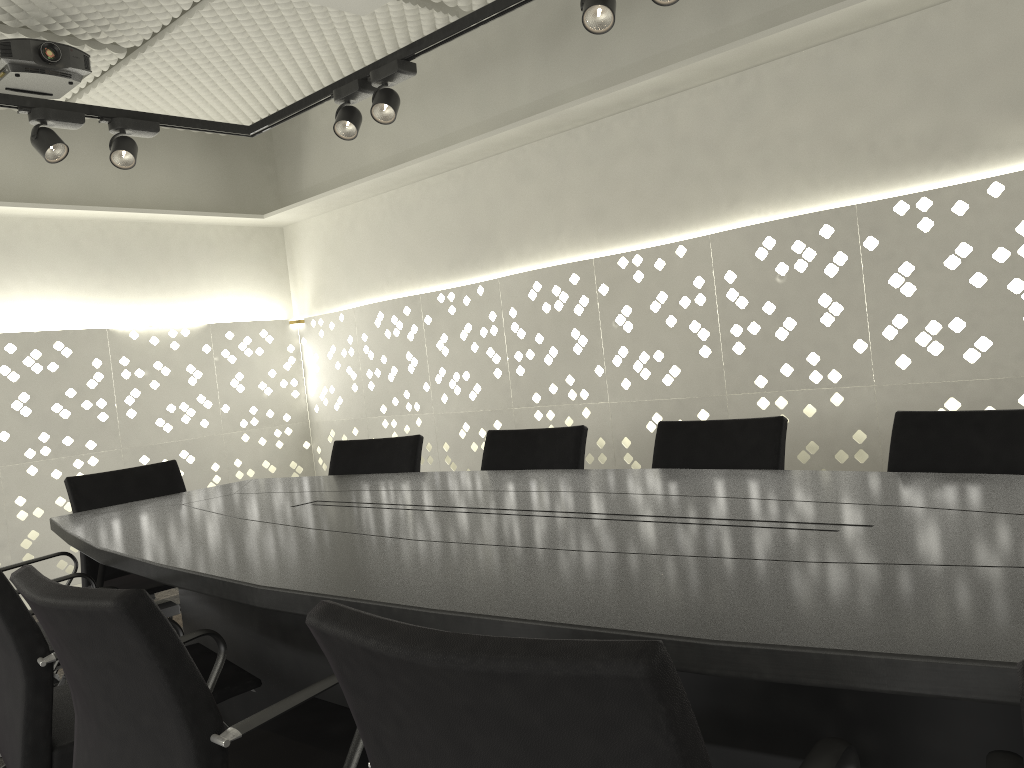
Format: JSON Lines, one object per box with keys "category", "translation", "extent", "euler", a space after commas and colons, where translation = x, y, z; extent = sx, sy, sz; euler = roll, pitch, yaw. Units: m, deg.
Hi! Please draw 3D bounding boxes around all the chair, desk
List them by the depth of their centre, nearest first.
{"category": "chair", "translation": [0.631, 0.523, 0.671], "extent": [0.559, 0.757, 0.579], "euler": [-6, 2, 33]}
{"category": "chair", "translation": [0.110, 0.574, 0.993], "extent": [0.559, 0.757, 0.579], "euler": [-5, 2, 43]}
{"category": "chair", "translation": [-0.444, 0.626, 1.409], "extent": [0.579, 0.757, 0.559], "euler": [-8, 2, -42]}
{"category": "chair", "translation": [-0.874, 0.663, 1.879], "extent": [0.579, 0.757, 0.559], "euler": [-7, 2, -32]}
{"category": "chair", "translation": [0.980, 0.454, 1.944], "extent": [0.579, 0.757, 0.559], "euler": [-7, 2, -32]}
{"category": "desk", "translation": [0.023, 0.612, 1.956], "extent": [3.364, 0.658, 1.223], "euler": [-5, 2, 43]}
{"category": "chair", "translation": [0.516, 0.494, 2.434], "extent": [0.579, 0.757, 0.559], "euler": [-8, 2, -42]}
{"category": "chair", "translation": [-1.305, 0.697, 2.477], "extent": [0.579, 0.757, 0.559], "euler": [-7, 2, -27]}
{"category": "chair", "translation": [0.006, 0.541, 2.866], "extent": [0.559, 0.757, 0.579], "euler": [-5, 2, 43]}
{"category": "chair", "translation": [-1.256, 0.675, 3.197], "extent": [0.559, 0.757, 0.579], "euler": [-8, 2, -42]}
{"category": "chair", "translation": [-0.562, 0.596, 3.244], "extent": [0.559, 0.757, 0.579], "euler": [-6, 2, 33]}

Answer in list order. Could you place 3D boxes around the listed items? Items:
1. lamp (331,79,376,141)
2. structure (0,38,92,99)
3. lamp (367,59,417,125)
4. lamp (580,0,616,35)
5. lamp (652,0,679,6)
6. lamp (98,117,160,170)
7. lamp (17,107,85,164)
{"category": "lamp", "translation": [-0.601, -1.021, 3.286], "extent": [0.126, 0.224, 0.213], "euler": [-8, 2, -44]}
{"category": "structure", "translation": [-1.861, -1.224, 3.451], "extent": [0.371, 0.144, 0.327], "euler": [-5, 2, 43]}
{"category": "lamp", "translation": [-0.440, -1.035, 3.132], "extent": [0.126, 0.224, 0.213], "euler": [-8, 2, -44]}
{"category": "lamp", "translation": [0.254, -1.098, 2.475], "extent": [0.126, 0.224, 0.213], "euler": [-8, 2, -44]}
{"category": "lamp", "translation": [0.416, -1.112, 2.321], "extent": [0.126, 0.224, 0.213], "euler": [-8, 2, -44]}
{"category": "lamp", "translation": [-1.454, -0.928, 3.391], "extent": [0.118, 0.224, 0.214], "euler": [-6, 2, 32]}
{"category": "lamp", "translation": [-1.641, -0.902, 3.178], "extent": [0.213, 0.224, 0.126], "euler": [-8, 2, -44]}
